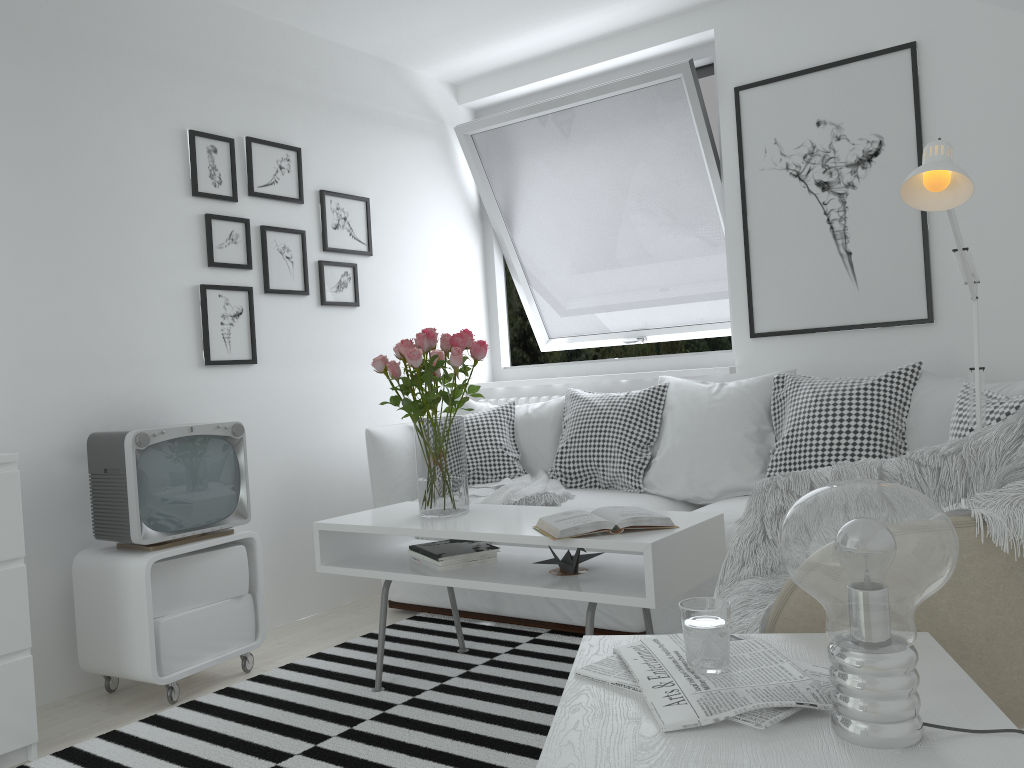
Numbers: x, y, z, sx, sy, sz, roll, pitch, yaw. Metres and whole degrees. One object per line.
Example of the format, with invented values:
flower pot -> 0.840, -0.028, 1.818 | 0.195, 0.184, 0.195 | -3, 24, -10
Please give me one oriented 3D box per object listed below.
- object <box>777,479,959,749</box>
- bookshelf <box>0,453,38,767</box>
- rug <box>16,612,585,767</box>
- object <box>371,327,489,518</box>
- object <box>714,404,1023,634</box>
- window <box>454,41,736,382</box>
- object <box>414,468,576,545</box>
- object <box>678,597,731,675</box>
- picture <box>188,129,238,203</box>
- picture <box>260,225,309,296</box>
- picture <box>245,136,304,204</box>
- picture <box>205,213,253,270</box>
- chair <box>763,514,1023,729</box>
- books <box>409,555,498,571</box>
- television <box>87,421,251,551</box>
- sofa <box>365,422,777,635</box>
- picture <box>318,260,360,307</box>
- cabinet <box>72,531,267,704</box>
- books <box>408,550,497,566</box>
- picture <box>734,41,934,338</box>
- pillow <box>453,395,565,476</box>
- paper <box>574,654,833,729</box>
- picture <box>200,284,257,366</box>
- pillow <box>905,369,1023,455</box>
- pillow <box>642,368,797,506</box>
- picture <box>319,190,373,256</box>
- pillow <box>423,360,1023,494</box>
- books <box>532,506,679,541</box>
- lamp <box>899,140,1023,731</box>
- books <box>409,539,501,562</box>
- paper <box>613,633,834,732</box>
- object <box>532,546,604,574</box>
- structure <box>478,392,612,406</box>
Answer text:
object -> 0.392, 0.244, 0.974 | 0.185, 0.279, 0.185 | -4, 0, 30
bookshelf -> -1.978, -0.156, 1.832 | 0.440, 2.416, 1.595 | -4, 0, 36
rug -> -0.412, 0.951, 1.976 | 1.846, 0.004, 4.362 | -4, 0, 36
object -> -0.246, 0.118, 2.818 | 0.327, 0.599, 0.350 | -4, 0, -34
object -> 0.797, 0.295, 1.665 | 0.954, 0.789, 0.784 | -4, 0, 16
window -> -0.374, -0.617, 7.394 | 12.055, 8.137, 4.514 | -4, 0, 36
object -> 0.050, 0.511, 3.637 | 0.670, 0.291, 0.831 | -4, 0, 35
object -> 0.257, 0.333, 1.173 | 0.067, 0.087, 0.067 | -4, 0, 33
picture -> -1.145, -0.833, 3.404 | 0.018, 0.248, 0.196 | -4, 0, 36
picture -> -0.937, -0.507, 3.666 | 0.018, 0.274, 0.225 | -4, 0, 36
picture -> -0.972, -0.874, 3.645 | 0.021, 0.236, 0.275 | -4, 0, 36
picture -> -1.098, -0.550, 3.445 | 0.018, 0.202, 0.196 | -4, 0, 36
chair -> 0.810, 0.400, 1.661 | 0.776, 0.941, 0.719 | -4, 0, 11
books -> -0.188, 0.545, 2.784 | 0.191, 0.014, 0.259 | -4, 0, -27
television -> -1.110, 0.325, 2.903 | 0.273, 0.374, 0.414 | -4, 0, 36
sofa -> 0.681, 0.485, 3.320 | 2.647, 0.768, 0.917 | -4, 0, 36
picture -> -0.760, -0.440, 3.905 | 0.017, 0.194, 0.218 | -4, 0, 36
cabinet -> -1.114, 0.751, 2.923 | 0.350, 0.477, 0.467 | -4, 0, 30
books -> -0.190, 0.531, 2.788 | 0.191, 0.014, 0.254 | -4, 0, -29
picture -> 1.277, -0.748, 3.580 | 0.720, 1.072, 0.015 | -4, 0, 36
pillow -> 0.020, 0.269, 4.035 | 0.617, 0.491, 0.321 | -4, 0, 10
paper -> 0.263, 0.383, 1.172 | 0.205, 0.015, 0.312 | -4, 0, -39
picture -> -1.092, -0.227, 3.425 | 0.019, 0.306, 0.232 | -4, 0, 36
pillow -> 1.520, 0.180, 2.904 | 0.333, 0.498, 0.623 | -4, 0, -21
pillow -> 0.772, 0.212, 3.460 | 0.599, 0.505, 0.391 | -4, 0, 36
picture -> -0.737, -0.714, 3.958 | 0.019, 0.266, 0.290 | -4, 0, 36
pillow -> 0.686, 0.220, 3.350 | 2.488, 0.513, 0.676 | -3, 0, 38
books -> 0.246, 0.369, 2.398 | 0.342, 0.040, 0.231 | -4, 0, -12
lamp -> 1.022, 0.167, 2.006 | 0.196, 1.373, 0.527 | -3, 0, 40
books -> -0.184, 0.518, 2.789 | 0.207, 0.012, 0.257 | -4, 0, -26
paper -> 0.263, 0.380, 1.172 | 0.205, 0.024, 0.312 | -4, 0, -4
object -> 0.155, 0.488, 2.523 | 0.194, 0.088, 0.186 | -4, 0, 25
structure -> 0.554, 0.362, 4.105 | 1.655, 0.660, 0.206 | -4, 0, 36
